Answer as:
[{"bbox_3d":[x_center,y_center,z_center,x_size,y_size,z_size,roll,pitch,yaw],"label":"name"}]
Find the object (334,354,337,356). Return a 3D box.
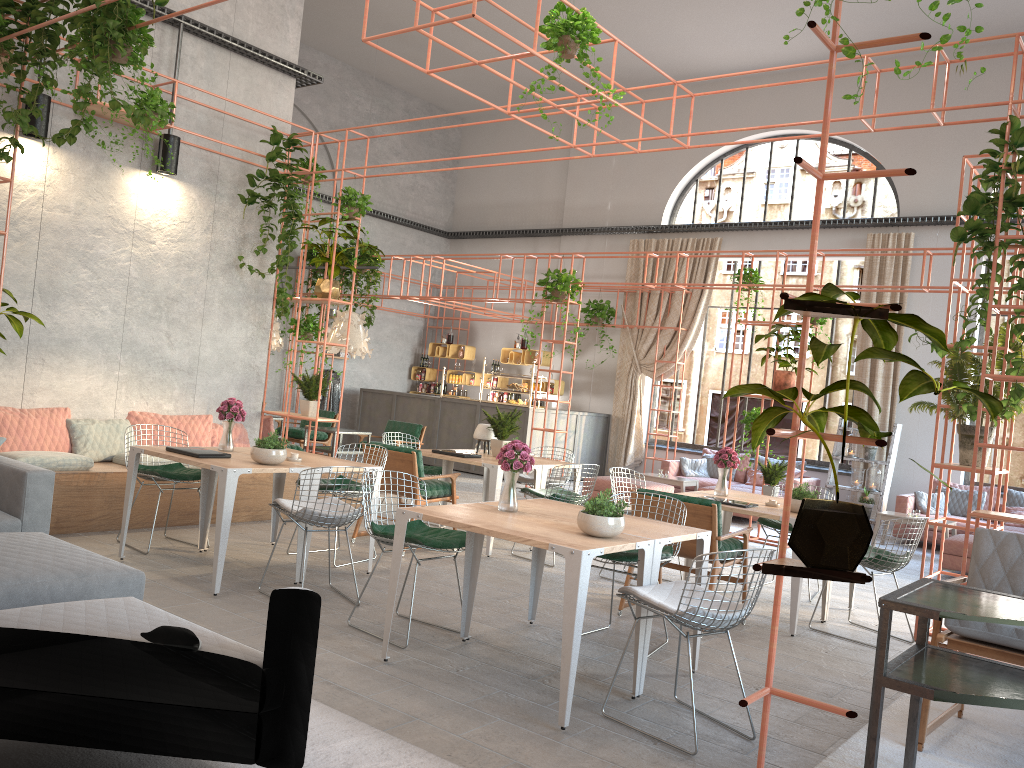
[{"bbox_3d":[-3.398,-0.631,16.938,0.081,0.204,0.081,6,0,38],"label":"object"}]

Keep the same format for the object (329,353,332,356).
[{"bbox_3d":[-3.446,-0.610,16.865,0.063,0.151,0.063,6,0,24],"label":"object"}]

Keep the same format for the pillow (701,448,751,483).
[{"bbox_3d":[3.421,1.318,14.393,0.839,0.474,0.276,6,0,38],"label":"pillow"}]

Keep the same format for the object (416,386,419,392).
[{"bbox_3d":[-1.970,0.100,18.553,0.073,0.131,0.073,6,0,-27],"label":"object"}]

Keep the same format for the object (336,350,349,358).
[{"bbox_3d":[-3.272,-0.584,17.109,0.129,0.149,0.219,6,0,38],"label":"object"}]

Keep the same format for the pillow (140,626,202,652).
[{"bbox_3d":[-1.166,0.675,2.605,0.499,0.324,0.307,6,0,-17],"label":"pillow"}]

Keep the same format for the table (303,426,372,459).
[{"bbox_3d":[-2.243,0.974,11.267,0.602,0.798,0.635,6,0,38],"label":"table"}]

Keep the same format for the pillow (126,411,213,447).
[{"bbox_3d":[-3.331,0.512,8.616,0.839,0.474,0.276,6,0,-32],"label":"pillow"}]

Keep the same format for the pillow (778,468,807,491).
[{"bbox_3d":[4.191,1.443,13.373,0.308,0.349,0.495,6,0,-3],"label":"pillow"}]

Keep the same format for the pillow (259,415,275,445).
[{"bbox_3d":[-2.999,0.553,10.091,0.839,0.474,0.276,6,0,28],"label":"pillow"}]

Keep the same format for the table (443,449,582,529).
[{"bbox_3d":[-0.013,1.164,9.152,1.214,0.830,0.694,6,0,38],"label":"table"}]

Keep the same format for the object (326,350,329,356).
[{"bbox_3d":[-3.501,-0.622,16.826,0.055,0.164,0.092,6,0,-34],"label":"object"}]

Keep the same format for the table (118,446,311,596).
[{"bbox_3d":[-2.142,0.933,6.359,1.205,0.830,0.694,6,0,38],"label":"table"}]

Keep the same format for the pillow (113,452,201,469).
[{"bbox_3d":[-3.236,0.708,8.141,0.491,0.149,0.637,6,0,39],"label":"pillow"}]

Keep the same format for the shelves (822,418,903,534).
[{"bbox_3d":[5.137,1.340,13.096,0.842,1.618,0.856,6,0,37],"label":"shelves"}]

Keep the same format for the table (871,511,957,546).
[{"bbox_3d":[5.095,1.909,11.208,0.916,0.455,0.520,6,0,38],"label":"table"}]

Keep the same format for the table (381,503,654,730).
[{"bbox_3d":[0.016,1.151,4.692,1.205,0.830,0.694,6,0,38],"label":"table"}]

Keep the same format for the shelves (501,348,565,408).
[{"bbox_3d":[0.166,0.254,17.045,1.750,1.838,0.328,6,0,38],"label":"shelves"}]

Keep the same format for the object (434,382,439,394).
[{"bbox_3d":[-1.796,0.200,18.428,0.711,0.529,0.084,6,0,40],"label":"object"}]

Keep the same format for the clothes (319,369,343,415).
[{"bbox_3d":[-3.477,0.226,16.924,0.366,0.997,0.625,6,0,18],"label":"clothes"}]

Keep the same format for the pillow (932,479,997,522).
[{"bbox_3d":[6.210,1.600,12.239,0.839,0.474,0.276,6,0,38],"label":"pillow"}]

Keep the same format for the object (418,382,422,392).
[{"bbox_3d":[-1.905,0.067,18.492,0.070,0.209,0.070,6,0,28],"label":"object"}]

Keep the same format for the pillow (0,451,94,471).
[{"bbox_3d":[-3.872,0.639,7.310,0.491,0.149,0.637,6,0,39],"label":"pillow"}]

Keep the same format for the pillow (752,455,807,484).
[{"bbox_3d":[4.129,1.392,13.832,0.836,0.476,0.273,6,0,38],"label":"pillow"}]

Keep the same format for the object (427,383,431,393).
[{"bbox_3d":[-1.709,0.082,18.354,0.105,0.219,0.073,6,0,44],"label":"object"}]

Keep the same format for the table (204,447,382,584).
[{"bbox_3d":[-1.723,0.978,6.913,1.214,0.830,0.694,6,0,38],"label":"table"}]

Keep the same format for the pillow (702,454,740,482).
[{"bbox_3d":[3.316,1.339,14.282,0.666,0.385,0.289,6,0,38],"label":"pillow"}]

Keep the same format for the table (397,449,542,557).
[{"bbox_3d":[-0.432,1.118,8.597,1.205,0.830,0.694,6,0,38],"label":"table"}]

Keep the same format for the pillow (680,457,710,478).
[{"bbox_3d":[2.943,1.350,14.188,0.500,0.324,0.307,6,0,-17],"label":"pillow"}]

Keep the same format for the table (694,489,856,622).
[{"bbox_3d":[2.193,1.399,7.470,1.214,0.830,0.694,6,0,38],"label":"table"}]

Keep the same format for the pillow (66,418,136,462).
[{"bbox_3d":[-3.740,0.516,8.123,0.289,0.385,0.666,6,0,33],"label":"pillow"}]

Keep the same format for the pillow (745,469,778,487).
[{"bbox_3d":[3.867,1.430,13.692,0.479,0.317,0.441,6,0,19],"label":"pillow"}]

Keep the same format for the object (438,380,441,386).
[{"bbox_3d":[-1.491,0.069,18.301,0.074,0.287,0.072,6,0,-21],"label":"object"}]

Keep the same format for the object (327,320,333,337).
[{"bbox_3d":[-3.430,-1.053,16.836,0.136,0.336,0.145,6,0,-38],"label":"object"}]

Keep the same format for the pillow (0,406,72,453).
[{"bbox_3d":[-4.141,0.424,7.626,0.276,0.474,0.839,6,0,28],"label":"pillow"}]

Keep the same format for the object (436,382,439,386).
[{"bbox_3d":[-1.574,0.081,18.349,0.094,0.248,0.072,6,0,38],"label":"object"}]

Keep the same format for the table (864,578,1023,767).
[{"bbox_3d":[1.572,1.136,2.948,0.602,0.798,0.635,6,0,38],"label":"table"}]

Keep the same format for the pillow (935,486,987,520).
[{"bbox_3d":[6.105,1.620,12.128,0.666,0.385,0.289,6,0,38],"label":"pillow"}]

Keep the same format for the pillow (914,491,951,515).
[{"bbox_3d":[5.732,1.632,12.034,0.500,0.324,0.307,6,0,-17],"label":"pillow"}]

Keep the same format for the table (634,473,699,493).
[{"bbox_3d":[2.307,1.624,13.362,0.916,0.455,0.520,6,0,38],"label":"table"}]

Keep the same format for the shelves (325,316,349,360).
[{"bbox_3d":[-3.324,-0.879,16.976,0.186,0.790,0.560,6,0,38],"label":"shelves"}]

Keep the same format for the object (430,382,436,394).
[{"bbox_3d":[-1.619,0.076,18.293,0.094,0.248,0.072,6,0,38],"label":"object"}]

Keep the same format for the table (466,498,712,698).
[{"bbox_3d":[0.434,1.196,5.245,1.214,0.830,0.694,6,0,38],"label":"table"}]

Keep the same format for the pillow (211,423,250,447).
[{"bbox_3d":[-2.964,0.600,9.139,0.289,0.385,0.666,6,0,33],"label":"pillow"}]

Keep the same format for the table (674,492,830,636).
[{"bbox_3d":[1.774,1.354,6.915,1.205,0.830,0.694,6,0,38],"label":"table"}]

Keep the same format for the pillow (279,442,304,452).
[{"bbox_3d":[-2.847,0.757,10.491,0.637,0.149,0.491,6,0,39],"label":"pillow"}]

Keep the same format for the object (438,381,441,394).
[{"bbox_3d":[-1.471,0.069,18.182,0.066,0.291,0.066,6,0,22],"label":"object"}]

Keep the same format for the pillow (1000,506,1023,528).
[{"bbox_3d":[6.655,1.711,11.538,0.479,0.317,0.441,6,0,19],"label":"pillow"}]

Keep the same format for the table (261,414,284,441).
[{"bbox_3d":[-3.627,0.835,12.336,0.602,0.798,0.635,6,0,38],"label":"table"}]

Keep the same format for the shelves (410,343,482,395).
[{"bbox_3d":[-1.348,0.101,18.215,1.750,1.838,0.328,6,0,38],"label":"shelves"}]

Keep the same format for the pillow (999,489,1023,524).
[{"bbox_3d":[6.918,1.673,11.678,0.836,0.476,0.273,6,0,38],"label":"pillow"}]

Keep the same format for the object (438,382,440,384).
[{"bbox_3d":[-1.535,0.085,18.409,0.094,0.248,0.072,6,0,38],"label":"object"}]

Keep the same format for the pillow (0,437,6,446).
[{"bbox_3d":[-3.113,0.448,4.866,0.495,0.349,0.308,6,0,-3],"label":"pillow"}]
